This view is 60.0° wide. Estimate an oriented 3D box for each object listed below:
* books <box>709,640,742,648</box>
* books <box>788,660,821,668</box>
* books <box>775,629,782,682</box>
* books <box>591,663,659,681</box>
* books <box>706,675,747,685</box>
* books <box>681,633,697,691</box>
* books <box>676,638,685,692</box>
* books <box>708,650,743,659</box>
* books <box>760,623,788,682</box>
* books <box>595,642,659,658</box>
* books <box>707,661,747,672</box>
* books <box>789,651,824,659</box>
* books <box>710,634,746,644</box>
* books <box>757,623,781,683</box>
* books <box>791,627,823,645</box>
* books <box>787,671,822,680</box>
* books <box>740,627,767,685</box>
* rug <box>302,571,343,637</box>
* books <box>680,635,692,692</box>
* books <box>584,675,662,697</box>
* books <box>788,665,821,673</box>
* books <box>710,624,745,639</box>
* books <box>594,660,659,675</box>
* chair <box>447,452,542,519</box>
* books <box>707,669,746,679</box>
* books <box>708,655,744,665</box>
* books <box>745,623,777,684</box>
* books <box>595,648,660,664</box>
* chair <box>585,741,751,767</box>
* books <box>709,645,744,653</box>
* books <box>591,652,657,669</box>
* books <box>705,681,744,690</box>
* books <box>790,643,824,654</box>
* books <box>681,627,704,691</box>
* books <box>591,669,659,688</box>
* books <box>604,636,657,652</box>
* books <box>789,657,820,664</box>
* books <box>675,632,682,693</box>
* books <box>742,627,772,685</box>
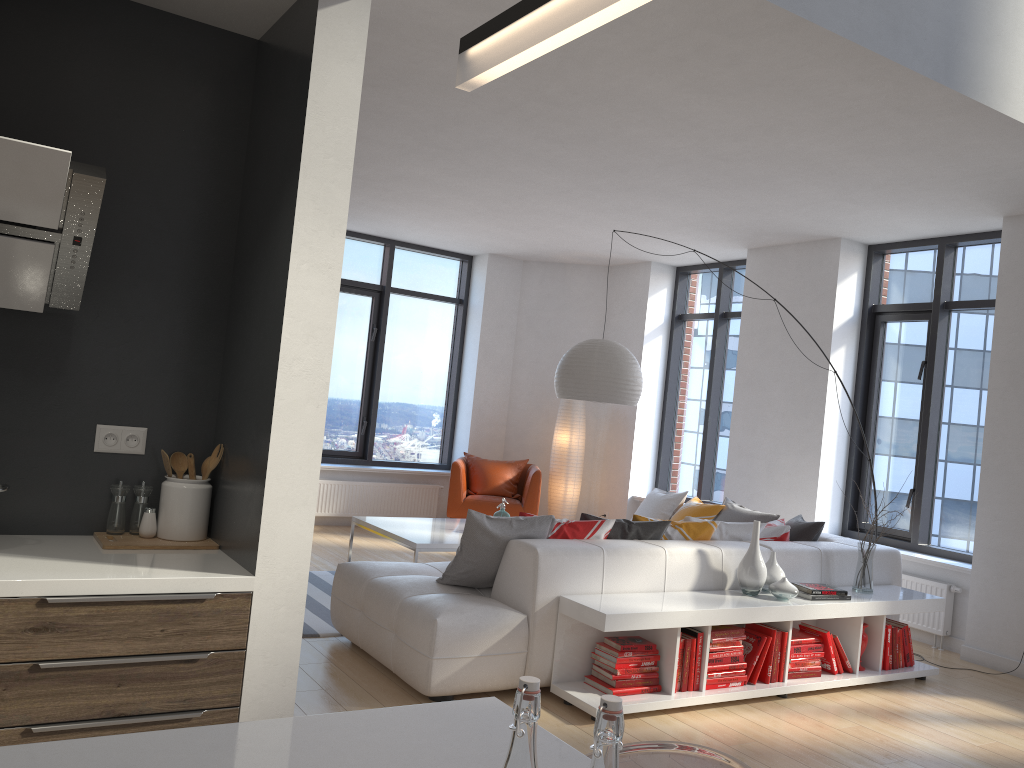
[{"bbox_3d":[1.021,1.310,4.549,0.257,0.025,0.182,7,-2,-32],"label":"books"},{"bbox_3d":[1.538,1.515,4.881,0.257,0.025,0.182,7,-2,-32],"label":"books"},{"bbox_3d":[1.357,1.434,4.743,0.028,0.266,0.188,7,-2,-32],"label":"books"},{"bbox_3d":[0.548,1.391,4.300,0.266,0.026,0.187,7,-2,-26],"label":"books"},{"bbox_3d":[1.032,1.484,4.530,0.282,0.030,0.188,7,-2,-31],"label":"books"},{"bbox_3d":[0.836,1.373,4.426,0.042,0.259,0.195,7,-2,-32],"label":"books"},{"bbox_3d":[0.770,1.367,4.395,0.031,0.255,0.181,7,-2,-32],"label":"books"},{"bbox_3d":[1.026,1.360,4.550,0.261,0.027,0.191,7,-2,-36],"label":"books"},{"bbox_3d":[1.388,1.434,4.744,0.028,0.269,0.181,7,-2,-32],"label":"books"},{"bbox_3d":[0.560,1.288,4.315,0.254,0.025,0.178,7,-2,-33],"label":"books"},{"bbox_3d":[1.018,1.428,4.566,0.301,0.032,0.227,7,-2,-32],"label":"books"},{"bbox_3d":[1.551,1.468,4.882,0.261,0.027,0.191,7,-2,-28],"label":"books"},{"bbox_3d":[1.044,1.287,4.554,0.266,0.026,0.187,7,-2,-38],"label":"books"},{"bbox_3d":[1.326,1.427,4.734,0.038,0.270,0.215,7,-2,-32],"label":"books"},{"bbox_3d":[1.529,1.397,4.914,0.301,0.032,0.227,7,-2,-32],"label":"books"},{"bbox_3d":[1.531,1.570,4.880,0.259,0.034,0.206,7,-2,-29],"label":"books"},{"bbox_3d":[1.210,1.424,4.651,0.144,0.247,0.188,7,-2,-32],"label":"books"},{"bbox_3d":[-0.615,1.469,6.160,2.326,0.016,1.662,7,-2,-32],"label":"rug"},{"bbox_3d":[0.798,1.370,4.414,0.034,0.259,0.207,7,-2,-32],"label":"books"},{"bbox_3d":[0.535,1.453,4.295,0.301,0.032,0.227,7,-2,-32],"label":"books"},{"bbox_3d":[1.530,1.540,4.869,0.266,0.026,0.187,7,-2,-26],"label":"books"},{"bbox_3d":[1.027,1.256,4.552,0.259,0.034,0.206,7,-2,-35],"label":"books"},{"bbox_3d":[0.556,1.367,4.312,0.257,0.025,0.182,7,-2,-32],"label":"books"},{"bbox_3d":[-0.181,1.156,8.888,0.896,0.858,0.843,6,-1,0],"label":"chair"},{"bbox_3d":[1.031,1.457,4.532,0.266,0.026,0.187,7,-2,-33],"label":"books"},{"bbox_3d":[1.016,1.392,4.564,0.279,0.039,0.206,7,-2,-31],"label":"books"},{"bbox_3d":[1.303,1.420,4.700,0.046,0.282,0.199,7,-2,-32],"label":"books"},{"bbox_3d":[0.560,1.314,4.313,0.269,0.028,0.179,7,-2,-31],"label":"books"},{"bbox_3d":[0.144,1.011,1.337,0.434,0.838,0.475,7,-2,-34],"label":"chair"},{"bbox_3d":[1.039,1.336,4.551,0.236,0.023,0.178,7,-2,-32],"label":"books"},{"bbox_3d":[0.546,1.341,4.324,0.261,0.028,0.191,7,-2,-32],"label":"books"},{"bbox_3d":[1.017,1.511,4.542,0.274,0.029,0.200,7,-2,-32],"label":"books"},{"bbox_3d":[1.544,1.434,4.896,0.279,0.039,0.206,7,-2,-33],"label":"books"},{"bbox_3d":[0.864,1.361,4.449,0.049,0.291,0.214,7,-2,-32],"label":"books"},{"bbox_3d":[0.548,1.421,4.311,0.259,0.034,0.206,7,-2,-29],"label":"books"},{"bbox_3d":[0.573,1.263,4.312,0.206,0.029,0.152,7,-2,-26],"label":"books"},{"bbox_3d":[1.543,1.492,4.873,0.236,0.023,0.178,7,-2,-32],"label":"books"},{"bbox_3d":[0.744,1.347,4.375,0.036,0.294,0.208,7,-2,-32],"label":"books"},{"bbox_3d":[1.249,1.428,4.667,0.115,0.245,0.192,7,-2,-32],"label":"books"}]
